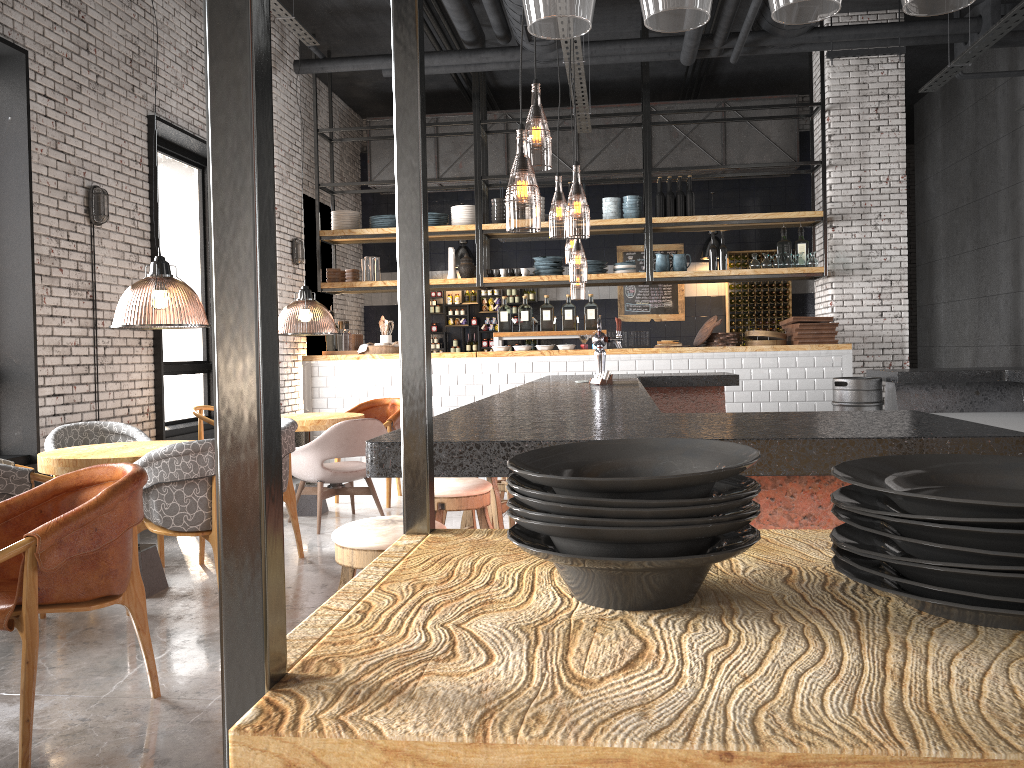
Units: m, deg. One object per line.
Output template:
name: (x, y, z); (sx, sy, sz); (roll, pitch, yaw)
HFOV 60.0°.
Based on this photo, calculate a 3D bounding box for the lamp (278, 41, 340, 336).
lamp: (-1.713, -1.604, 7.245); (0.537, 2.405, 0.536); (-2, 1, -41)

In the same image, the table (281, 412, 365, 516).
table: (-1.679, 0.671, 7.306); (0.932, 0.809, 0.932); (-3, 2, -41)

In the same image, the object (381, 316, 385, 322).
object: (-1.459, -0.634, 10.095); (0.090, 0.289, 0.017); (0, 1, 44)

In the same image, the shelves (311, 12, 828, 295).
shelves: (0.582, -2.658, 10.145); (5.676, 3.065, 0.598); (-1, 1, 7)

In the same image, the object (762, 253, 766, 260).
object: (3.619, -1.824, 12.668); (0.079, 0.079, 0.284); (-1, 2, 7)

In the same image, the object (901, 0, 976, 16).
object: (0.484, -0.567, 1.008); (0.101, 0.267, 0.101); (-2, 1, -30)

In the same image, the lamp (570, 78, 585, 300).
lamp: (0.455, -1.400, 6.328); (0.108, 1.598, 0.108); (-1, 1, 39)

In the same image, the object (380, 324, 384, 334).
object: (-1.450, -0.517, 10.038); (0.071, 0.328, 0.052); (-2, 1, -37)

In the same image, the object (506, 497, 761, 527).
object: (0.124, 0.153, 0.917); (0.257, 0.075, 0.257); (0, 2, 32)

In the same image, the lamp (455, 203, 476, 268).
lamp: (-0.731, -2.212, 13.197); (0.390, 0.937, 0.390); (-1, 1, 9)

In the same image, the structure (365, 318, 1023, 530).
structure: (2.123, 0.341, 4.801); (4.310, 1.533, 5.879); (-1, 2, 7)

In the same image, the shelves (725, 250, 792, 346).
shelves: (3.557, -0.837, 12.782); (0.889, 2.148, 0.251); (-1, 1, 7)

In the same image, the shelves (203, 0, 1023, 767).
shelves: (1.596, -1.272, 0.707); (3.659, 5.017, 0.690); (-1, 1, 7)

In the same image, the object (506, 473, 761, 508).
object: (0.124, 0.131, 0.916); (0.257, 0.072, 0.257); (-1, 2, 7)

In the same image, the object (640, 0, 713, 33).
object: (0.191, -0.561, 1.043); (0.101, 0.267, 0.101); (-2, 1, -30)

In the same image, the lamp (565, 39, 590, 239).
lamp: (0.265, -1.354, 3.770); (0.108, 1.461, 0.108); (-2, 1, -21)

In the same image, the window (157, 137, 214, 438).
window: (-3.097, -0.907, 8.271); (0.365, 2.696, 1.535); (-1, 1, 7)

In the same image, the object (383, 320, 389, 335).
object: (-1.419, -0.543, 9.994); (0.033, 0.370, 0.137); (-2, 1, -27)

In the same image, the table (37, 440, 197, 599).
table: (-2.101, 0.764, 4.936); (0.932, 0.809, 0.932); (-2, 2, -36)

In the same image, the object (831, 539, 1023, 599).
object: (0.471, 0.169, 0.856); (0.306, 0.044, 0.306); (-1, 2, 8)

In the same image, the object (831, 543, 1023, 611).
object: (0.471, 0.184, 0.855); (0.306, 0.041, 0.306); (0, 2, 24)

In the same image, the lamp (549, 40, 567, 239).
lamp: (0.220, -1.526, 4.399); (0.108, 1.598, 0.108); (-1, 1, 39)

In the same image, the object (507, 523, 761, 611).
object: (0.124, 0.184, 0.917); (0.257, 0.067, 0.257); (-1, 2, -1)

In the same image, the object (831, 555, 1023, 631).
object: (0.472, 0.195, 0.856); (0.306, 0.035, 0.306); (1, 3, 44)

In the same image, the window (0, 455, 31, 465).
window: (-3.478, -0.786, 5.091); (0.365, 2.696, 1.535); (-1, 1, 7)

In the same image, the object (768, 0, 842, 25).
object: (0.338, -0.564, 1.026); (0.101, 0.267, 0.101); (-2, 1, -30)

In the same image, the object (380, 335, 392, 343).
object: (-1.424, -0.450, 10.046); (0.129, 0.204, 0.129); (0, 2, 43)

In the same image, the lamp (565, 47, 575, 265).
lamp: (0.381, -1.577, 5.740); (0.108, 1.598, 0.108); (-1, 1, 39)

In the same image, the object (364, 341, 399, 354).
object: (-1.440, -0.397, 9.925); (0.436, 0.156, 0.420); (-2, 2, -21)

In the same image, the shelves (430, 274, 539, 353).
shelves: (-0.485, -0.873, 13.313); (1.761, 1.482, 0.157); (-1, 1, 7)

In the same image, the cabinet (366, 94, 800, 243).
cabinet: (0.932, -2.909, 12.403); (5.863, 1.768, 0.682); (-1, 1, 7)

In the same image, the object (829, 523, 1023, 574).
object: (0.470, 0.160, 0.856); (0.306, 0.046, 0.305); (-3, 2, -35)

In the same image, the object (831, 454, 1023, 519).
object: (0.471, 0.105, 0.856); (0.306, 0.039, 0.306); (-2, 2, -10)

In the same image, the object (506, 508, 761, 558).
object: (0.124, 0.161, 0.917); (0.257, 0.075, 0.257); (-1, 2, 7)

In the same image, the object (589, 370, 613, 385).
object: (0.554, -0.043, 5.536); (0.091, 0.091, 0.177); (-2, 2, -18)

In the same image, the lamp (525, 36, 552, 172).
lamp: (0.076, -1.580, 3.209); (0.108, 1.598, 0.108); (-1, 1, 39)

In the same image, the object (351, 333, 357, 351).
object: (-1.782, -0.453, 9.999); (0.056, 0.249, 0.056); (-2, 1, -31)

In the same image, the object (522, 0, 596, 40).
object: (0.054, -0.559, 1.060); (0.101, 0.267, 0.101); (-2, 1, -30)

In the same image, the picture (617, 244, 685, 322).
picture: (2.060, -1.495, 13.168); (0.980, 1.142, 0.021); (-1, 1, 7)

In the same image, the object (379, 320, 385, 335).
object: (-1.467, -0.549, 10.068); (0.087, 0.356, 0.026); (-1, 1, 30)

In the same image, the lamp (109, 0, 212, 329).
lamp: (-1.988, -1.517, 4.944); (0.537, 2.405, 0.536); (-2, 1, -41)

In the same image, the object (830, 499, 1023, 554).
object: (0.471, 0.131, 0.856); (0.306, 0.037, 0.306); (-1, 2, 8)

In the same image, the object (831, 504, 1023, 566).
object: (0.471, 0.145, 0.855); (0.306, 0.042, 0.306); (-3, 2, -36)

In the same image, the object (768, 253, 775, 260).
object: (3.713, -1.825, 12.661); (0.079, 0.079, 0.284); (-1, 2, 7)

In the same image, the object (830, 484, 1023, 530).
object: (0.470, 0.119, 0.857); (0.305, 0.048, 0.306); (0, 2, 32)

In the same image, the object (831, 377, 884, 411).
object: (2.797, 0.464, 7.163); (0.399, 1.035, 0.398); (0, 1, 42)

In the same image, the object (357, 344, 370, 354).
object: (-1.574, -0.394, 9.891); (0.187, 0.111, 0.283); (0, 2, 43)

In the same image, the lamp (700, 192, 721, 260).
lamp: (2.885, -2.274, 12.729); (0.390, 0.937, 0.390); (-1, 1, 9)

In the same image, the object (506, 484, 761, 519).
object: (0.124, 0.136, 0.915); (0.257, 0.072, 0.257); (-2, 2, -21)

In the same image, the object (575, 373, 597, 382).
object: (0.567, -0.080, 6.367); (0.200, 0.106, 0.767); (-1, 2, 7)

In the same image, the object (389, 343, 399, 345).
object: (-1.323, -0.426, 9.931); (0.161, 0.078, 0.160); (-2, 2, -30)

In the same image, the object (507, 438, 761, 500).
object: (0.124, 0.106, 0.915); (0.257, 0.076, 0.257); (1, 3, 44)

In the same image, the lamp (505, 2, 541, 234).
lamp: (0.018, -1.261, 2.677); (0.108, 1.598, 0.108); (-1, 1, 39)

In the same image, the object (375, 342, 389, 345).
object: (-1.440, -0.420, 9.819); (0.160, 0.078, 0.161); (-2, 2, -15)

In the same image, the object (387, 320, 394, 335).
object: (-1.393, -0.541, 10.039); (0.123, 0.358, 0.076); (-1, 1, 22)

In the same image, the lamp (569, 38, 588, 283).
lamp: (0.365, -1.384, 5.087); (0.108, 1.598, 0.108); (-1, 1, -11)

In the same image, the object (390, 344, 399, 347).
object: (-1.321, -0.407, 9.930); (0.161, 0.075, 0.160); (-2, 2, -30)

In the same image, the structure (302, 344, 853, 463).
structure: (0.683, 0.284, 10.111); (5.800, 1.345, 1.511); (-1, 2, 7)
